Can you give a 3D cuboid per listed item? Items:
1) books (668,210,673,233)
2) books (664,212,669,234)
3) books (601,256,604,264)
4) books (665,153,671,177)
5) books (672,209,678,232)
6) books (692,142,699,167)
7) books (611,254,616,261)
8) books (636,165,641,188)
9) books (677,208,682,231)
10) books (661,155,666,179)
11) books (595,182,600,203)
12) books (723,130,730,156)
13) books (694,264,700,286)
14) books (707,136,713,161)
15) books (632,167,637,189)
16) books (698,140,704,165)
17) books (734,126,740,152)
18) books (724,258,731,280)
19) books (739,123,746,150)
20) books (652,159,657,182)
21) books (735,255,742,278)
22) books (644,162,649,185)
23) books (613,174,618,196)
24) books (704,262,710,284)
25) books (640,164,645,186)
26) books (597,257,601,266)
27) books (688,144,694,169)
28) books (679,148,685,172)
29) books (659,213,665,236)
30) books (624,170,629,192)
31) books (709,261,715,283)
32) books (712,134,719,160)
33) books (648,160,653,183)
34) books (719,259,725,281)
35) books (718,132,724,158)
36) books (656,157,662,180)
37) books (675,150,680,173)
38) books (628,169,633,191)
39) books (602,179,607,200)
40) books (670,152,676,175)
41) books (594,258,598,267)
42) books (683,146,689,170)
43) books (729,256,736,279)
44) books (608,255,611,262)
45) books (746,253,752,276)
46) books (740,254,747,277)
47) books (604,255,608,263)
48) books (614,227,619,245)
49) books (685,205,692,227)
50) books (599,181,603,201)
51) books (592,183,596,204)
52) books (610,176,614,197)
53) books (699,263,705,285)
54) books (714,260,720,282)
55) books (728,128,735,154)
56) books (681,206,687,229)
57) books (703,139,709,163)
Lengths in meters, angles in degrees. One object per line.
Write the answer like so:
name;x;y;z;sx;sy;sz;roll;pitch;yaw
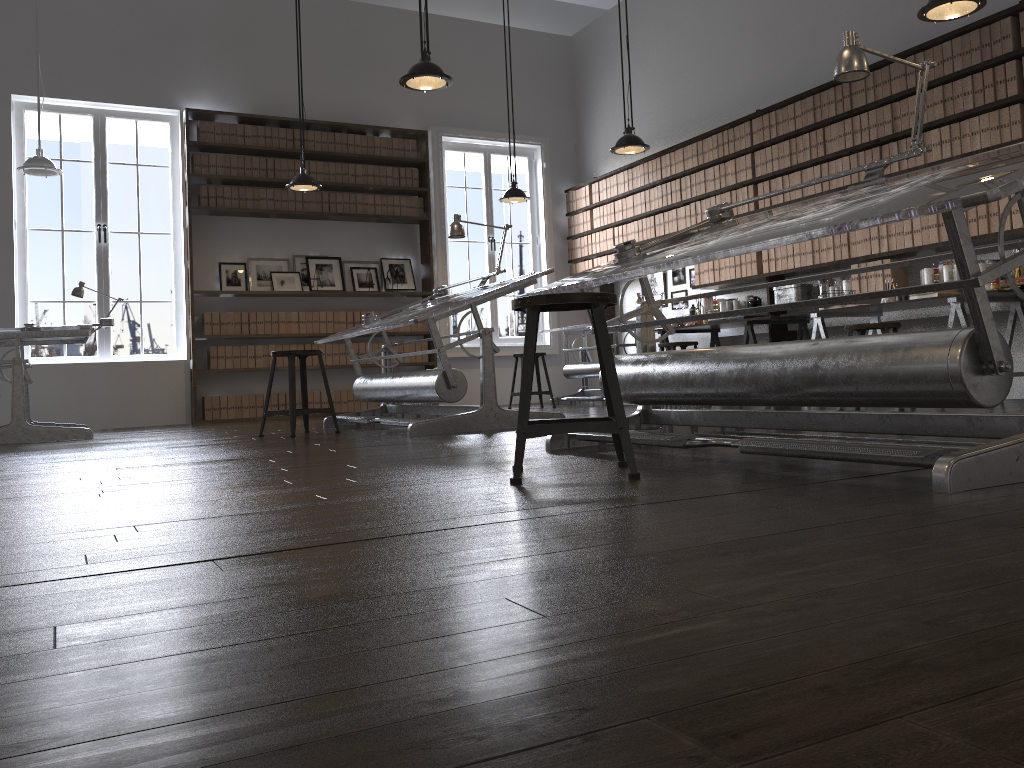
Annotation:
books;1.607;-1.561;8.572;0.174;0.226;0.066;-2;-3;-27
books;1.575;-1.560;8.635;0.174;0.226;0.066;-2;-3;-27
books;1.060;-1.273;9.645;0.174;0.226;0.066;-2;-3;-27
books;1.582;-2.114;8.589;0.174;0.226;0.066;-2;-3;-27
books;1.633;-1.562;8.509;0.174;0.226;0.067;-2;-2;-27
books;1.769;-2.120;8.224;0.174;0.226;0.067;-2;-2;-27
books;1.154;-1.276;9.462;0.174;0.226;0.066;-2;-2;-27
books;1.358;-2.106;9.028;0.174;0.226;0.066;-2;-2;-27
books;1.667;-1.564;8.452;0.174;0.226;0.066;-2;-3;-27
books;1.554;-2.113;8.654;0.174;0.226;0.066;-2;-3;-27
books;1.006;-2.095;9.708;0.174;0.226;0.067;-2;-2;-27
books;1.962;-2.127;7.854;0.174;0.226;0.066;-2;-3;-27
books;1.787;-1.026;8.232;0.174;0.226;0.067;-2;-2;-27
books;1.866;-2.123;8.038;0.174;0.226;0.066;-2;-3;-27
books;1.330;-2.105;9.092;0.174;0.226;0.066;-2;-3;-27
books;1.805;-2.121;8.163;0.174;0.226;0.066;-2;-2;-27
books;2.031;-2.129;7.727;0.174;0.226;0.066;-2;-3;-27
books;1.977;-1.032;7.867;0.174;0.226;0.066;-2;-3;-27
books;2.059;-2.130;7.663;0.174;0.226;0.066;-2;-2;-27
books;1.486;-2.111;8.787;0.174;0.226;0.066;-2;-3;-27
books;2.040;-1.034;7.737;0.174;0.226;0.067;-2;-2;-27
books;1.421;-2.108;8.898;0.174;0.226;0.067;-2;-2;-27
books;1.167;-2.100;9.392;0.174;0.226;0.067;-2;-2;-27
books;1.849;-1.028;8.118;0.174;0.226;0.066;-2;-2;-27
books;1.388;-2.107;8.962;0.174;0.226;0.066;-2;-2;-27
books;1.030;-1.271;9.700;0.174;0.226;0.066;-2;-3;-27
books;1.738;-2.119;8.289;0.174;0.226;0.066;-2;-2;-27
books;1.676;-2.117;8.403;0.174;0.226;0.067;-2;-2;-27
books;1.539;-1.559;8.696;0.174;0.226;0.066;-2;-2;-27
books;1.260;-2.103;9.214;0.174;0.226;0.067;-2;-2;-27
books;1.880;-1.029;8.053;0.174;0.226;0.067;-2;-2;-27
books;1.896;-2.124;7.972;0.174;0.226;0.066;-2;-3;-27
books;1.454;-2.110;8.844;0.174;0.226;0.066;-2;-2;-27
books;1.949;-1.031;7.931;0.174;0.226;0.066;-2;-2;-27
books;1.929;-2.125;7.908;0.174;0.226;0.067;-2;-2;-27
books;1.514;-2.112;8.719;0.174;0.226;0.067;-2;-2;-27
books;1.650;-2.116;8.465;0.174;0.226;0.066;-2;-2;-27
books;1.296;-2.104;9.153;0.174;0.226;0.066;-2;-3;-27
books;1.073;-2.097;9.579;0.174;0.226;0.066;-2;-2;-27
books;1.618;-2.115;8.528;0.174;0.226;0.066;-2;-2;-27
books;0.995;-1.270;9.764;0.174;0.226;0.067;-2;-2;-27
books;1.710;-2.118;8.345;0.174;0.226;0.066;-2;-2;-27
books;2.007;-1.033;7.801;0.174;0.226;0.066;-2;-3;-27
books;1.124;-1.275;9.525;0.174;0.226;0.066;-2;-2;-27
books;2.105;-1.036;7.626;0.174;0.226;0.066;-2;-2;-27
books;2.073;-1.035;7.683;0.174;0.226;0.066;-2;-3;-27
books;1.086;-1.273;9.584;0.174;0.226;0.067;-2;-2;-27
books;1.182;-1.547;9.394;0.174;0.226;0.066;-2;-3;-27
books;1.726;-1.565;8.330;0.174;0.226;0.067;-2;-2;-27
books;1.045;-2.096;9.644;0.174;0.226;0.066;-2;-2;-27
books;0.977;-2.094;9.777;0.174;0.226;0.066;-2;-2;-27
books;1.142;-2.099;9.455;0.174;0.226;0.066;-2;-3;-27
books;1.821;-1.027;8.174;0.174;0.226;0.066;-2;-2;-27
books;1.915;-1.030;7.992;0.174;0.226;0.066;-2;-2;-27
books;1.997;-2.128;7.788;0.174;0.226;0.066;-2;-3;-27
books;1.694;-1.564;8.396;0.174;0.226;0.066;-2;-3;-27
books;1.838;-2.122;8.102;0.174;0.226;0.066;-2;-2;-27
